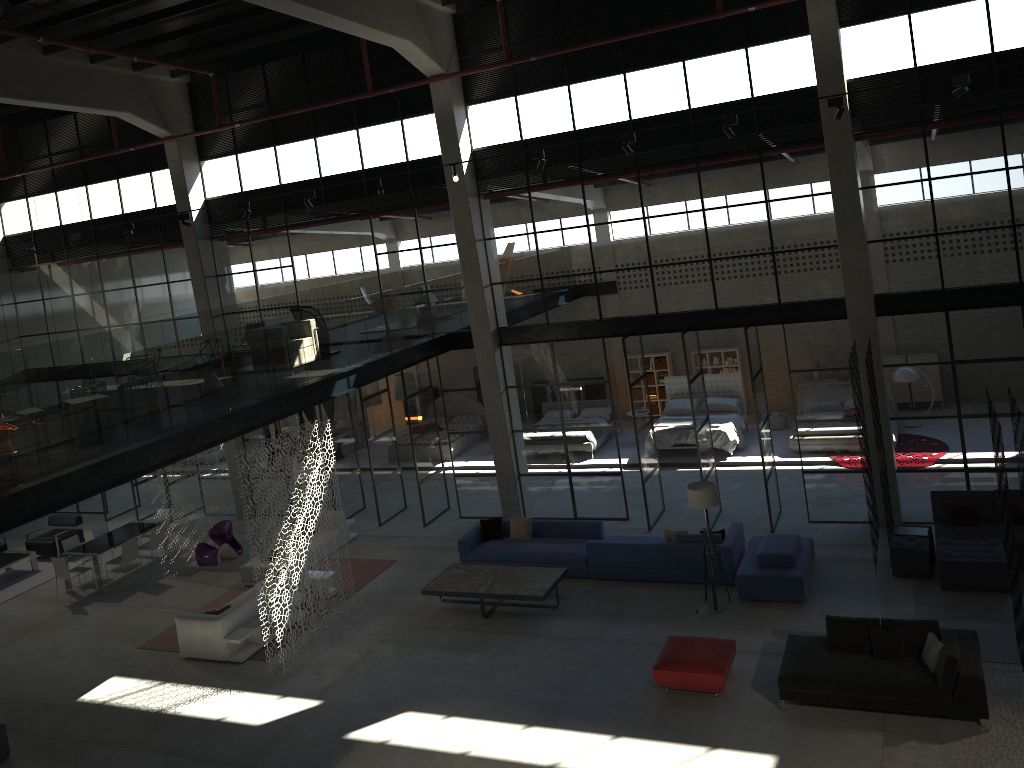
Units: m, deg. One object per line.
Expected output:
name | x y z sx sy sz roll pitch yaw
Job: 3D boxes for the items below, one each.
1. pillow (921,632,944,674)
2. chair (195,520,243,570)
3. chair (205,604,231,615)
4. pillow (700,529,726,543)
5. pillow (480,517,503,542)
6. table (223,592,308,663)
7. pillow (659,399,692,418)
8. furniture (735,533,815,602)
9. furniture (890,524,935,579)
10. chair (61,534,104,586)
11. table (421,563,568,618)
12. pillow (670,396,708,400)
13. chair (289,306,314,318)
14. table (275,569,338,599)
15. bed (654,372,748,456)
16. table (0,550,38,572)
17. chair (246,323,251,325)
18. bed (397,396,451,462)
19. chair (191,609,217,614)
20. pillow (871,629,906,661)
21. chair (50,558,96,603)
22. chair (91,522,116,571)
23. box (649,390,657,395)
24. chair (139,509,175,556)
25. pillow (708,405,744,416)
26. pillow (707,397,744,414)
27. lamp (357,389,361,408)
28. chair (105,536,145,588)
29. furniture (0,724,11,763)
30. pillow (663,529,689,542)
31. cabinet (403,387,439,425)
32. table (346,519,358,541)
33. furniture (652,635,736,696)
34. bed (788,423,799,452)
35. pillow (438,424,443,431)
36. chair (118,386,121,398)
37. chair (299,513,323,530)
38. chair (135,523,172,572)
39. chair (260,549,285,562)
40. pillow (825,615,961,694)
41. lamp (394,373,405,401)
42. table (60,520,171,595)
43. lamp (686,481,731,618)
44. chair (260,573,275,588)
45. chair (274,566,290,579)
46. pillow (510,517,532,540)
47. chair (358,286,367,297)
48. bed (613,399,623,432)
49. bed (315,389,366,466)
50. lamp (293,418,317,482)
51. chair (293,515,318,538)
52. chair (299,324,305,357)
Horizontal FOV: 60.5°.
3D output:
pillow | 4.611 2.936 9.595 0.207 0.313 0.346 -8 7 4
chair | -5.824 3.173 17.388 0.652 0.743 0.811 -5 7 25
chair | -4.468 3.556 13.433 0.405 0.333 0.283 -11 6 -20
pillow | 3.114 2.420 13.590 0.398 0.369 0.262 -8 5 4
pillow | -0.357 2.566 15.491 0.398 0.369 0.262 -8 5 4
table | -3.789 3.768 13.627 0.298 0.365 1.600 -6 10 25
pillow | 4.096 0.586 21.195 1.020 0.371 0.678 -3 10 28
furniture | 3.937 2.632 13.092 0.944 0.550 1.567 -4 10 25
furniture | 5.927 2.454 12.979 0.506 0.451 0.978 -4 10 30
chair | -8.555 3.489 17.463 0.542 0.865 0.427 -6 4 25
table | -0.241 3.234 13.683 2.052 0.396 1.047 -3 10 25
pillow | 4.306 0.511 21.432 1.047 0.320 0.498 -4 9 24
chair | -3.935 -1.046 17.134 0.688 0.980 0.835 -9 6 -5
table | -3.600 3.460 15.147 1.194 0.367 0.306 -4 7 25
bed | 4.298 0.725 20.531 2.205 1.406 2.361 -5 9 24
table | -10.814 3.960 17.922 0.895 0.404 1.838 -4 11 25
chair | -4.917 -0.717 16.570 0.516 0.818 0.566 -6 5 25
bed | -2.002 1.115 23.624 2.018 1.269 2.386 -4 9 25
chair | -4.703 3.574 13.566 0.390 0.270 0.322 -8 7 0
pillow | 4.239 2.939 9.890 0.341 0.305 0.190 -5 5 23
chair | -8.311 3.611 16.614 0.417 0.864 0.554 -6 5 25
chair | -8.270 3.331 18.099 0.542 0.865 0.427 -6 4 25
box | 3.848 0.228 24.104 0.212 0.108 0.134 -4 8 25
chair | -7.480 3.149 18.473 0.417 0.864 0.554 -6 5 25
pillow | 5.022 0.562 20.968 0.954 0.328 0.729 -4 10 26
pillow | 4.973 0.485 20.898 0.973 0.289 0.705 -3 10 27
lamp | -3.913 0.835 24.873 0.809 1.911 0.682 -10 3 -23
chair | -7.521 3.429 16.988 0.542 0.865 0.427 -6 4 25
furniture | -6.970 4.637 11.149 0.954 0.452 0.518 -5 8 20
pillow | 2.603 2.454 13.778 0.399 0.379 0.210 -5 5 26
cabinet | -2.765 0.742 27.063 1.034 1.153 0.457 -5 4 25
table | -3.603 2.974 17.787 0.895 0.367 0.306 -4 7 25
furniture | 2.254 3.430 10.742 0.849 0.373 0.871 -4 10 25
bed | 7.347 0.717 19.488 2.229 0.917 2.606 -4 10 25
pillow | -2.277 1.175 23.335 0.875 0.210 0.641 -7 10 4
chair | -5.706 -0.006 13.367 0.485 0.801 0.503 -8 5 0
chair | -3.969 2.755 17.341 0.385 0.335 0.253 -12 7 -31
chair | -7.237 3.271 17.624 0.542 0.865 0.427 -6 4 25
chair | -4.404 3.121 16.103 0.418 0.107 0.409 -11 10 -19
pillow | 4.378 2.907 9.864 0.753 0.415 1.581 -14 11 -35
lamp | -2.904 0.651 25.085 0.809 1.911 0.682 -10 3 -23
table | -7.888 3.434 17.546 0.895 0.751 1.837 -5 10 25
lamp | 2.793 2.340 12.492 0.427 1.732 0.678 -7 3 23
chair | -4.042 3.318 14.355 0.268 0.315 0.399 -7 7 12
chair | -3.887 3.247 14.614 0.266 0.319 0.403 -5 8 27
pillow | 0.153 2.523 15.302 0.399 0.379 0.210 -5 5 26
chair | -3.017 -1.871 20.782 0.989 1.021 0.789 -13 7 -36
bed | 1.391 1.123 22.068 2.243 0.862 2.443 -4 10 25
bed | -5.614 0.993 24.901 2.234 2.064 2.356 -5 7 25
lamp | -3.795 1.149 15.772 0.436 1.093 0.446 -6 4 34
chair | -4.030 2.800 17.146 0.416 0.333 0.256 -13 7 -32
chair | -3.952 -0.622 15.278 0.799 0.826 1.001 -5 8 25
